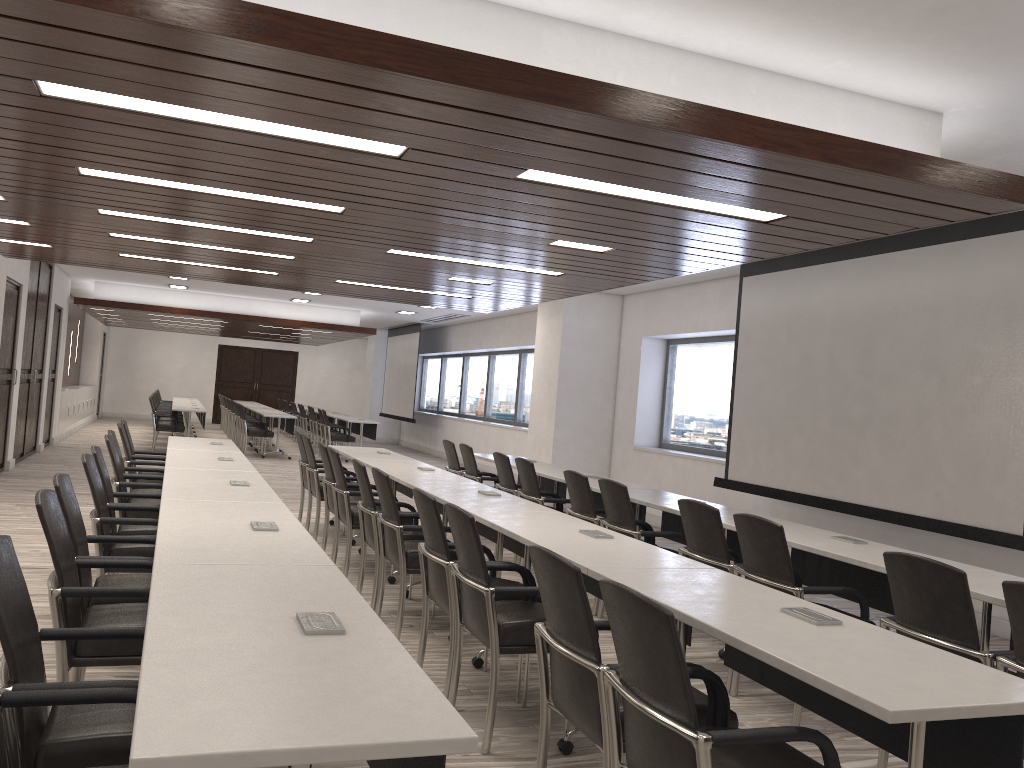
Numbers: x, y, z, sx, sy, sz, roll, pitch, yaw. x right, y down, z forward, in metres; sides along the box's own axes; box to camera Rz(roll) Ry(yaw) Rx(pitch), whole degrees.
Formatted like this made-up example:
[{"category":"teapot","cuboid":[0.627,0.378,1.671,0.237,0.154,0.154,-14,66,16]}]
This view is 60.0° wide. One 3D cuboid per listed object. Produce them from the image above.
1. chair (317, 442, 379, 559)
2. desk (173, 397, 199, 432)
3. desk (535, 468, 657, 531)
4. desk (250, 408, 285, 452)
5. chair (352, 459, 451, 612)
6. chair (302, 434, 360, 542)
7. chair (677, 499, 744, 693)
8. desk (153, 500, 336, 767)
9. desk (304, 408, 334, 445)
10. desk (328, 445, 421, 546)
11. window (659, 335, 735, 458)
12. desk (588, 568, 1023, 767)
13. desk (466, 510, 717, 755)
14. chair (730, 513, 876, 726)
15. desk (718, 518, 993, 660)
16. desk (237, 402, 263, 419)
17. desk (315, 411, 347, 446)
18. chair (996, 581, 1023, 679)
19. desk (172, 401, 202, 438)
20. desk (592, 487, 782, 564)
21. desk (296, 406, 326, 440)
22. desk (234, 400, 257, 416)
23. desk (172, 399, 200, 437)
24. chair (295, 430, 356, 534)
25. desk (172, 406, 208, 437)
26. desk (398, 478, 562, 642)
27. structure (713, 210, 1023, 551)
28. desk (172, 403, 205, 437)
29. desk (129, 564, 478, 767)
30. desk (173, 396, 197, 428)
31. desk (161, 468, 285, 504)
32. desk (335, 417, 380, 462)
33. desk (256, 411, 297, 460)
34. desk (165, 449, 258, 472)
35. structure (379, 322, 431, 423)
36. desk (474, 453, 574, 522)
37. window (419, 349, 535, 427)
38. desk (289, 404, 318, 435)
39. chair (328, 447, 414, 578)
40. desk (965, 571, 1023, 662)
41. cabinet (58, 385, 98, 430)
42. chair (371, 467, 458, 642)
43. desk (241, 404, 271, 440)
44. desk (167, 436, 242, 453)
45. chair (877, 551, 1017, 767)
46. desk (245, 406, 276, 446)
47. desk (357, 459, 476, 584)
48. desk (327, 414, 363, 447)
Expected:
[{"category":"chair","cuboid":[-1.264,0.949,7.092,0.638,0.939,0.513,5,-1,-21]},{"category":"desk","cuboid":[-7.973,0.750,21.584,0.577,0.795,1.509,5,-1,-21]},{"category":"desk","cuboid":[0.570,1.176,7.515,0.577,0.795,1.509,5,-1,-21]},{"category":"desk","cuboid":[-4.942,0.924,17.856,0.577,0.795,1.509,5,-1,-21]},{"category":"chair","cuboid":[-0.732,0.966,5.679,0.638,0.939,0.513,5,-1,-20]},{"category":"chair","cuboid":[-1.614,0.938,8.032,0.638,0.939,0.513,5,-1,-21]},{"category":"chair","cuboid":[1.212,1.105,4.783,0.638,0.939,0.513,5,-1,-22]},{"category":"desk","cuboid":[-1.161,0.965,3.597,0.577,0.795,1.509,5,-1,-21]},{"category":"desk","cuboid":[-4.622,1.012,21.225,0.577,0.795,1.509,5,-1,-21]},{"category":"desk","cuboid":[-1.365,1.037,8.410,0.577,0.795,1.509,5,-1,-21]},{"category":"window","cuboid":[3.268,0.170,8.368,0.118,1.419,6.968,5,-1,-21]},{"category":"desk","cuboid":[0.790,1.106,2.720,0.577,0.795,1.509,5,-1,-21]},{"category":"desk","cuboid":[0.254,1.089,4.135,0.577,0.795,1.509,5,-1,-21]},{"category":"chair","cuboid":[1.394,1.111,4.291,0.638,0.939,0.513,5,-1,-21]},{"category":"desk","cuboid":[1.649,1.210,4.665,0.577,0.795,1.509,5,-1,-21]},{"category":"desk","cuboid":[-6.558,0.873,22.122,0.577,0.795,1.509,5,-1,-21]},{"category":"desk","cuboid":[-4.083,1.029,19.801,0.577,0.795,1.509,5,-1,-21]},{"category":"chair","cuboid":[1.940,1.129,2.880,0.638,0.939,0.513,5,-1,-20]},{"category":"desk","cuboid":[-6.894,0.784,18.734,0.577,0.795,1.509,5,-1,-21]},{"category":"desk","cuboid":[1.110,1.193,6.089,0.577,0.795,1.509,5,-1,-21]},{"category":"desk","cuboid":[-5.163,0.994,22.652,0.577,0.795,1.509,5,-1,-21]},{"category":"desk","cuboid":[-7.097,0.856,23.546,0.577,0.795,1.509,5,-1,-21]},{"category":"desk","cuboid":[-7.433,0.767,20.158,0.577,0.795,1.509,5,-1,-21]},{"category":"chair","cuboid":[-1.798,0.933,8.526,0.638,0.939,0.513,5,-1,-22]},{"category":"desk","cuboid":[-5.818,0.818,15.895,0.577,0.795,1.509,5,-1,-21]},{"category":"desk","cuboid":[-0.285,1.072,5.559,0.577,0.795,1.509,5,-1,-21]},{"category":"structure","cuboid":[2.692,-0.150,6.962,0.438,2.329,3.550,5,-1,-21]},{"category":"desk","cuboid":[-6.358,0.801,17.318,0.577,0.795,1.509,5,-1,-21]},{"category":"desk","cuboid":[-0.625,0.982,2.182,0.577,0.795,1.509,5,-1,-21]},{"category":"desk","cuboid":[-8.512,0.733,23.008,0.577,0.795,1.509,5,-1,-21]},{"category":"desk","cuboid":[-1.701,0.948,5.021,0.577,0.795,1.509,5,-1,-21]},{"category":"desk","cuboid":[-3.008,1.063,16.962,0.577,0.795,1.509,5,-1,-21]},{"category":"desk","cuboid":[-4.403,0.941,16.432,0.577,0.795,1.509,5,-1,-21]},{"category":"desk","cuboid":[-2.241,0.931,6.448,0.577,0.795,1.509,5,-1,-21]},{"category":"structure","cuboid":[-2.665,-0.319,21.106,0.438,2.329,3.550,5,-1,-21]},{"category":"desk","cuboid":[0.030,1.159,8.939,0.577,0.795,1.509,5,-1,-21]},{"category":"window","cuboid":[-0.455,0.052,18.199,0.118,1.419,10.452,5,-1,-21]},{"category":"desk","cuboid":[-5.702,0.977,24.076,0.577,0.795,1.509,5,-1,-21]},{"category":"chair","cuboid":[-1.081,0.955,6.602,0.638,0.939,0.513,5,-1,-21]},{"category":"desk","cuboid":[2.185,1.227,3.250,0.577,0.795,1.509,5,-1,-21]},{"category":"cabinet","cuboid":[-9.556,0.429,19.256,0.476,0.698,7.540,5,-1,-21]},{"category":"chair","cuboid":[-0.527,0.973,5.189,0.638,0.939,0.513,5,-1,-22]},{"category":"desk","cuboid":[-6.017,0.890,20.695,0.577,0.795,1.509,5,-1,-21]},{"category":"desk","cuboid":[-2.780,0.914,7.872,0.577,0.795,1.509,5,-1,-21]},{"category":"chair","cuboid":[1.743,1.122,3.363,0.638,0.939,0.513,5,-1,-22]},{"category":"desk","cuboid":[-5.478,0.907,19.271,0.577,0.795,1.509,5,-1,-21]},{"category":"desk","cuboid":[-0.825,1.055,6.986,0.577,0.795,1.509,5,-1,-21]},{"category":"desk","cuboid":[-3.547,1.046,18.386,0.577,0.795,1.509,5,-1,-21]}]
